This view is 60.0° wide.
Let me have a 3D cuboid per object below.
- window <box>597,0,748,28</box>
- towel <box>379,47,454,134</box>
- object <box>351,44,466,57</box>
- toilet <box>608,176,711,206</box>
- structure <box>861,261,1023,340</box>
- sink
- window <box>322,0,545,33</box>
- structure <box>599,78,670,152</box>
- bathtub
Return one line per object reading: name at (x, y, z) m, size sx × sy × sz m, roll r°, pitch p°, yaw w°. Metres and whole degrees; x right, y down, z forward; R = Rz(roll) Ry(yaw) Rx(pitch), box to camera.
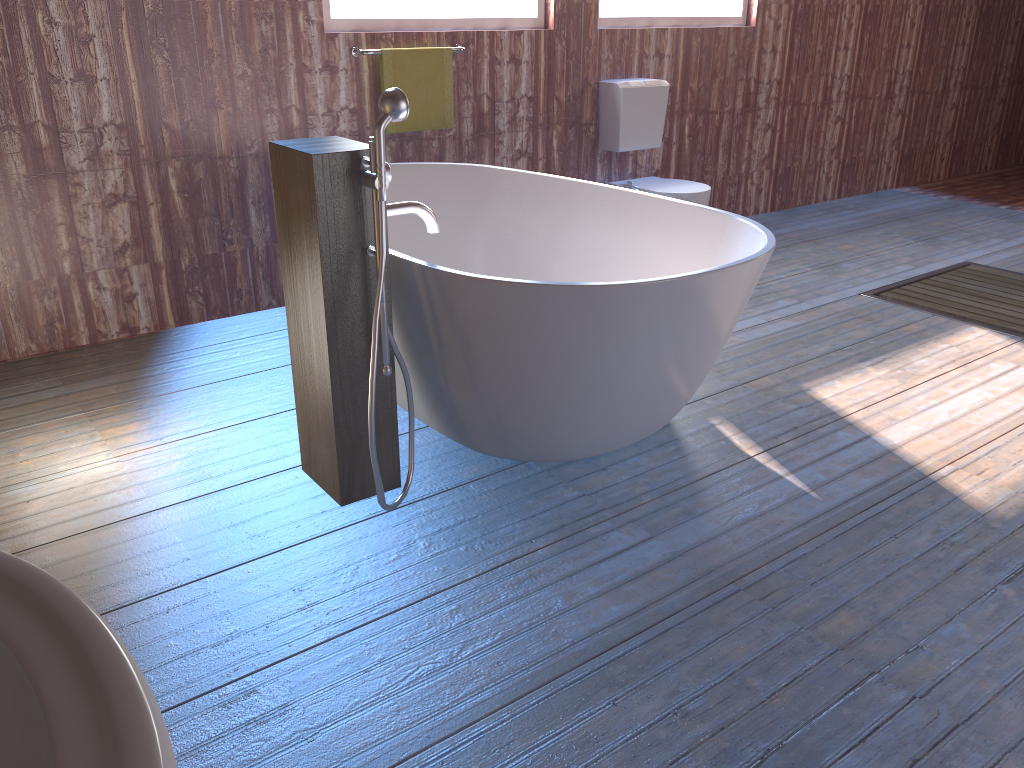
window at (0.901, -2.299, 4.934) m, size 1.255 × 0.587 × 0.054 m, roll -16°, pitch 28°, yaw -33°
towel at (-0.429, -1.343, 4.053) m, size 0.370 × 0.361 × 0.032 m, roll -16°, pitch 28°, yaw -33°
object at (-0.446, -1.509, 4.016) m, size 0.581 × 0.043 × 0.091 m, roll -16°, pitch 28°, yaw -33°
toilet at (0.824, -0.895, 4.858) m, size 0.375 × 0.400 × 0.534 m, roll -16°, pitch 28°, yaw -33°
structure at (2.375, -0.365, 4.183) m, size 1.000 × 0.067 × 1.000 m, roll -17°, pitch 28°, yaw -34°
sink at (-0.397, 0.555, 0.510) m, size 0.475 × 1.143 × 0.582 m, roll -17°, pitch 28°, yaw -34°
window at (-0.348, -1.944, 4.094) m, size 1.255 × 0.587 × 0.054 m, roll -16°, pitch 28°, yaw -33°
structure at (0.664, -1.475, 4.855) m, size 0.358 × 0.363 × 0.182 m, roll -16°, pitch 28°, yaw -33°
bathtub at (-0.047, -0.502, 3.040) m, size 1.460 × 1.109 × 1.935 m, roll -6°, pitch 24°, yaw -14°
